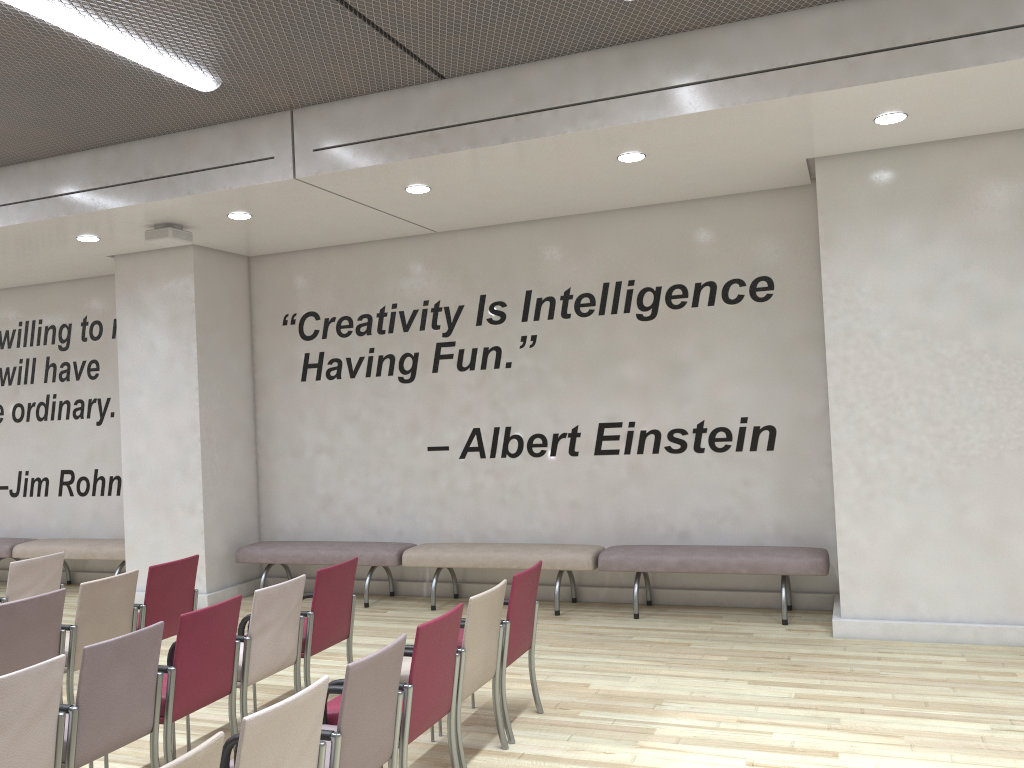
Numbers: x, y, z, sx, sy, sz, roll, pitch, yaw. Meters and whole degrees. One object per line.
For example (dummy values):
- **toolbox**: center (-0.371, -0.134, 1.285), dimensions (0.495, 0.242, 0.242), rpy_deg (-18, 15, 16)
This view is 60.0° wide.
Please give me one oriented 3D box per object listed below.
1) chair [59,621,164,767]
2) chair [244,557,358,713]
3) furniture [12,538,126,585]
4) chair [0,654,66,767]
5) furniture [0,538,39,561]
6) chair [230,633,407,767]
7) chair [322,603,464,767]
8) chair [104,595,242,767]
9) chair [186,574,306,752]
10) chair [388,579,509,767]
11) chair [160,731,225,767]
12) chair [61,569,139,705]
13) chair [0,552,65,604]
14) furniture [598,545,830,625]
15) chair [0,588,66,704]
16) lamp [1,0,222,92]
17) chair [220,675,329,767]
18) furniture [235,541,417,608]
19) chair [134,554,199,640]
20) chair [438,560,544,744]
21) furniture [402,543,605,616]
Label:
- **chair**: center (-1.915, 1.536, 3.925), dimensions (0.640, 0.890, 0.513), rpy_deg (-3, -2, 21)
- **chair**: center (-1.301, 1.546, 5.471), dimensions (0.640, 0.890, 0.513), rpy_deg (-3, -2, 21)
- **furniture**: center (-4.627, 1.988, 9.737), dimensions (1.833, 0.550, 0.530), rpy_deg (-3, -2, 21)
- **chair**: center (-2.108, 1.532, 3.419), dimensions (0.640, 0.890, 0.513), rpy_deg (-3, -2, 22)
- **furniture**: center (-6.354, 2.089, 10.406), dimensions (1.833, 0.550, 0.530), rpy_deg (-3, -2, 21)
- **chair**: center (-0.758, 1.468, 3.479), dimensions (0.640, 0.890, 0.513), rpy_deg (-3, -2, 20)
- **chair**: center (-0.557, 1.472, 4.004), dimensions (0.640, 0.890, 0.513), rpy_deg (-3, -2, 21)
- **chair**: center (-1.718, 1.539, 4.441), dimensions (0.640, 0.890, 0.513), rpy_deg (-3, -2, 20)
- **chair**: center (-1.508, 1.543, 4.949), dimensions (0.640, 0.890, 0.513), rpy_deg (-3, -2, 22)
- **chair**: center (-0.360, 1.475, 4.516), dimensions (0.640, 0.890, 0.513), rpy_deg (-3, -2, 22)
- **chair**: center (-1.164, 1.461, 2.454), dimensions (0.640, 0.890, 0.513), rpy_deg (-3, -2, 21)
- **chair**: center (-2.656, 1.610, 5.409), dimensions (0.640, 0.890, 0.513), rpy_deg (-3, -2, 20)
- **chair**: center (-3.598, 1.681, 6.362), dimensions (0.640, 0.890, 0.513), rpy_deg (-3, -2, 21)
- **furniture**: center (1.648, 1.619, 7.302), dimensions (1.833, 0.550, 0.530), rpy_deg (-3, -2, 21)
- **chair**: center (-2.845, 1.606, 4.887), dimensions (0.640, 0.890, 0.513), rpy_deg (-3, -2, 22)
- **lamp**: center (-2.591, -1.960, 4.306), dimensions (0.198, 0.045, 3.304), rpy_deg (-3, -2, 21)
- **chair**: center (-0.967, 1.464, 2.966), dimensions (0.640, 0.890, 0.513), rpy_deg (-3, -2, 22)
- **furniture**: center (-1.808, 1.822, 8.643), dimensions (1.833, 0.550, 0.530), rpy_deg (-3, -2, 21)
- **chair**: center (-2.456, 1.614, 5.910), dimensions (0.640, 0.890, 0.513), rpy_deg (-3, -2, 22)
- **chair**: center (-0.157, 1.479, 5.027), dimensions (0.640, 0.890, 0.513), rpy_deg (-3, -2, 21)
- **furniture**: center (-0.078, 1.721, 7.972), dimensions (1.833, 0.550, 0.530), rpy_deg (-3, -2, 21)
